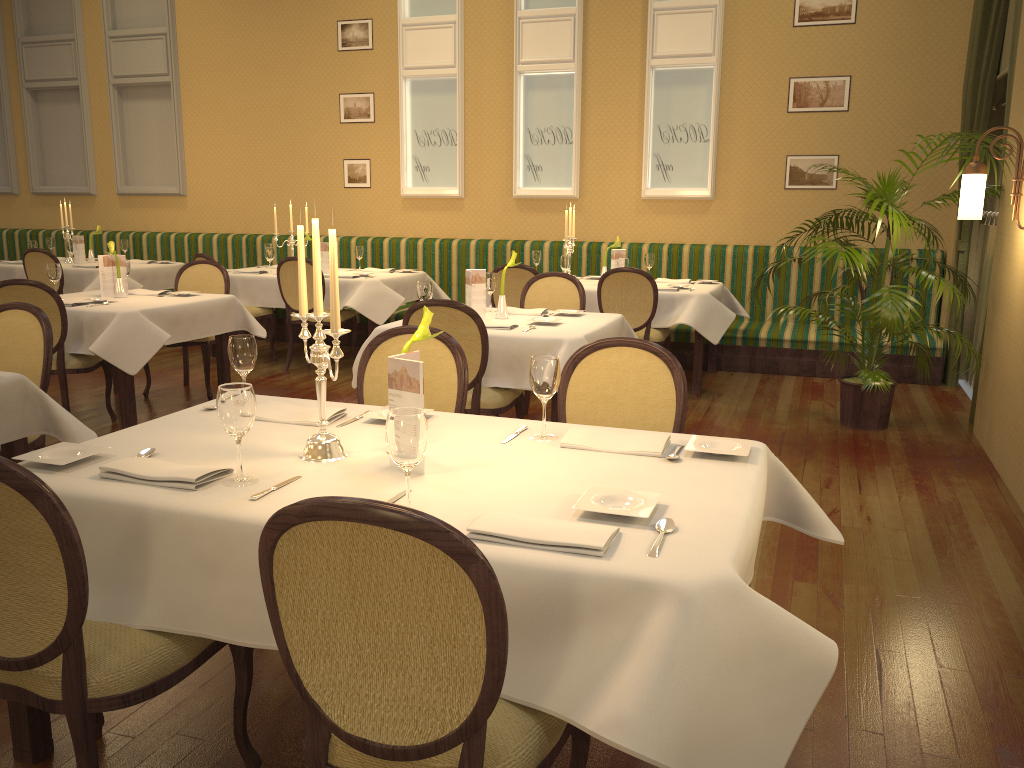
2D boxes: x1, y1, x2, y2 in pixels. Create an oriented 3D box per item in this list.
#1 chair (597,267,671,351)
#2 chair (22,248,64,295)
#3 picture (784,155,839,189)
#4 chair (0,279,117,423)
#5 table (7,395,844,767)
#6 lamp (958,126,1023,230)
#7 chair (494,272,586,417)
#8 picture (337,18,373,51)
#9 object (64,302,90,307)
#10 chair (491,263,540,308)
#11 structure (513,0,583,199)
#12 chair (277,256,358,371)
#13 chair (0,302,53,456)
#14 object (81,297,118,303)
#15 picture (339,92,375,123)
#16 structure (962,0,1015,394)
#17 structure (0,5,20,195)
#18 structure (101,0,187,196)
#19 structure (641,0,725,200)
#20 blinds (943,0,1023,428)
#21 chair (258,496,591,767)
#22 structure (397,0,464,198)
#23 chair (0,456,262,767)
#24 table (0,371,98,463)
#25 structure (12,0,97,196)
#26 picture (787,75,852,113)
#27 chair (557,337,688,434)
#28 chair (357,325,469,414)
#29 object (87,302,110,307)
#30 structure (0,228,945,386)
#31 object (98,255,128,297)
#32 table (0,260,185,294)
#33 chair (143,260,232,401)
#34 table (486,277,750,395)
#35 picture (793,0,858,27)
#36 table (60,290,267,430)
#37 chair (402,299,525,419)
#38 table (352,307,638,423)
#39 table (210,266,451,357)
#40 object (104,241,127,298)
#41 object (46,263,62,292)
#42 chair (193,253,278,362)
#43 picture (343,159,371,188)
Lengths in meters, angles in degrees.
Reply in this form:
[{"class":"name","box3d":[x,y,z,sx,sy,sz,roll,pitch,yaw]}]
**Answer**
[{"class":"chair","box3d":[0.878,-0.402,6.559,0.530,0.955,0.571,4,12,19]},{"class":"chair","box3d":[-4.216,-0.807,8.335,0.530,0.955,0.571,4,12,19]},{"class":"picture","box3d":[2.619,-1.853,7.758,0.437,0.294,0.008,4,12,19]},{"class":"chair","box3d":[-2.778,-0.175,5.319,0.530,0.955,0.571,0,12,-1]},{"class":"table","box3d":[-0.282,0.564,2.299,2.152,0.759,1.385,5,12,19]},{"class":"lamp","box3d":[2.474,-1.052,4.535,0.323,0.513,0.114,2,12,8]},{"class":"chair","box3d":[0.200,-0.208,5.592,0.530,0.955,0.571,4,12,19]},{"class":"picture","box3d":[-1.580,-3.511,8.924,0.401,0.294,0.008,4,12,19]},{"class":"object","box3d":[-2.753,-0.495,5.437,0.273,0.024,0.142,4,12,19]},{"class":"chair","box3d":[0.095,-0.470,6.862,0.530,0.955,0.571,4,12,19]},{"class":"structure","box3d":[0.345,-3.262,8.305,0.661,2.985,0.200,4,12,19]},{"class":"chair","box3d":[-1.658,-0.607,7.460,0.530,0.955,0.571,4,12,19]},{"class":"chair","box3d":[-2.220,0.166,3.688,0.530,0.955,0.571,4,12,19]},{"class":"object","box3d":[-2.591,-0.524,5.578,0.160,0.024,0.160,4,12,19]},{"class":"picture","box3d":[-1.586,-2.821,9.066,0.401,0.294,0.008,4,12,19]},{"class":"structure","box3d":[3.379,-2.067,5.914,0.123,4.511,1.942,4,12,19]},{"class":"structure","box3d":[-6.396,-3.847,10.599,0.956,3.103,0.200,4,12,19]},{"class":"structure","box3d":[-4.079,-3.666,9.807,0.956,3.103,0.200,4,12,19]},{"class":"structure","box3d":[1.542,-3.168,7.895,0.670,2.985,0.200,4,12,19]},{"class":"blinds","box3d":[3.271,-2.087,5.947,0.225,4.537,1.934,4,12,18]},{"class":"chair","box3d":[-0.157,0.593,1.693,0.530,0.955,0.571,4,12,19]},{"class":"structure","box3d":[-0.784,-3.351,8.691,0.687,2.985,0.200,4,12,19]},{"class":"chair","box3d":[-0.952,0.530,1.965,0.530,0.955,0.571,4,12,19]},{"class":"table","box3d":[-2.806,0.367,3.162,2.152,0.759,1.385,5,12,19]},{"class":"structure","box3d":[-5.279,-3.760,10.217,0.956,3.103,0.200,4,12,19]},{"class":"picture","box3d":[2.637,-2.490,7.622,0.504,0.294,0.008,4,12,19]},{"class":"chair","box3d":[0.302,0.363,2.825,0.530,0.955,0.571,4,12,19]},{"class":"chair","box3d":[-0.427,0.306,3.074,0.530,0.955,0.571,4,12,19]},{"class":"object","box3d":[-2.529,-0.486,5.417,0.038,0.015,0.181,5,12,20]},{"class":"structure","box3d":[-3.325,-1.098,9.609,14.516,1.031,0.850,4,12,19]},{"class":"object","box3d":[-2.658,-0.721,5.911,0.166,0.277,0.081,-5,13,-24]},{"class":"table","box3d":[-4.335,-0.836,8.940,2.152,0.759,1.385,5,12,19]},{"class":"chair","box3d":[-2.337,-0.407,6.462,0.530,0.955,0.571,2,12,9]},{"class":"table","box3d":[0.764,-0.436,7.196,2.152,0.759,1.385,5,12,19]},{"class":"picture","box3d":[2.642,-3.180,7.480,0.504,0.294,0.008,4,12,19]},{"class":"table","box3d":[-2.585,-0.182,5.833,1.395,0.759,1.389,5,12,20]},{"class":"chair","box3d":[-0.260,0.022,4.460,0.530,0.955,0.571,4,12,19]},{"class":"table","box3d":[-0.039,0.018,4.962,1.395,0.759,1.389,5,12,20]},{"class":"table","box3d":[-1.783,-0.636,8.068,2.152,0.759,1.385,5,12,19]},{"class":"object","box3d":[-2.583,-0.747,5.786,0.076,0.375,0.163,0,12,-4]},{"class":"object","box3d":[-2.943,-0.660,5.713,0.088,0.229,0.088,-6,13,-28]},{"class":"chair","box3d":[-2.428,-0.666,7.718,0.530,0.955,0.571,12,16,43]},{"class":"picture","box3d":[-1.608,-2.184,9.204,0.313,0.294,0.008,4,12,19]}]
